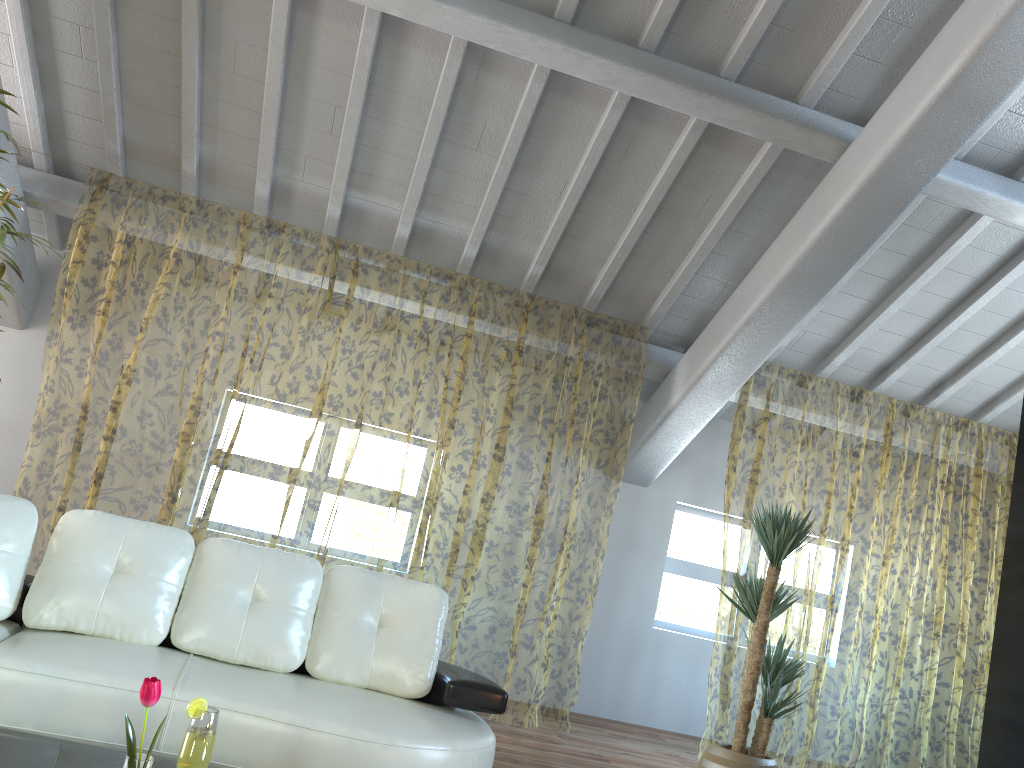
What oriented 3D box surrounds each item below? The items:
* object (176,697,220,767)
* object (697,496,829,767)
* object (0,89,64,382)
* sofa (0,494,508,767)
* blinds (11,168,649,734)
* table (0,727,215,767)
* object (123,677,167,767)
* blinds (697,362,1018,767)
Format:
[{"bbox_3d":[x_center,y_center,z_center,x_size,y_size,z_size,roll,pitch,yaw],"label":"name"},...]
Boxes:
[{"bbox_3d":[-0.749,0.847,2.118,0.081,0.192,0.075,14,-10,-5],"label":"object"},{"bbox_3d":[1.287,1.392,4.614,0.564,1.586,0.588,9,-11,22],"label":"object"},{"bbox_3d":[-2.704,-0.199,3.664,1.399,2.473,1.177,10,-11,14],"label":"object"},{"bbox_3d":[-1.462,0.811,2.807,3.047,0.805,1.359,19,-12,-31],"label":"sofa"},{"bbox_3d":[-1.032,0.429,5.178,3.505,2.546,0.306,15,-10,-10],"label":"blinds"},{"bbox_3d":[-0.835,0.984,1.610,1.201,0.290,1.201,14,-10,-8],"label":"table"},{"bbox_3d":[-0.694,0.700,1.623,0.060,0.323,0.069,20,-12,-33],"label":"object"},{"bbox_3d":[2.549,1.385,5.867,2.780,2.546,0.306,15,-10,-10],"label":"blinds"}]
